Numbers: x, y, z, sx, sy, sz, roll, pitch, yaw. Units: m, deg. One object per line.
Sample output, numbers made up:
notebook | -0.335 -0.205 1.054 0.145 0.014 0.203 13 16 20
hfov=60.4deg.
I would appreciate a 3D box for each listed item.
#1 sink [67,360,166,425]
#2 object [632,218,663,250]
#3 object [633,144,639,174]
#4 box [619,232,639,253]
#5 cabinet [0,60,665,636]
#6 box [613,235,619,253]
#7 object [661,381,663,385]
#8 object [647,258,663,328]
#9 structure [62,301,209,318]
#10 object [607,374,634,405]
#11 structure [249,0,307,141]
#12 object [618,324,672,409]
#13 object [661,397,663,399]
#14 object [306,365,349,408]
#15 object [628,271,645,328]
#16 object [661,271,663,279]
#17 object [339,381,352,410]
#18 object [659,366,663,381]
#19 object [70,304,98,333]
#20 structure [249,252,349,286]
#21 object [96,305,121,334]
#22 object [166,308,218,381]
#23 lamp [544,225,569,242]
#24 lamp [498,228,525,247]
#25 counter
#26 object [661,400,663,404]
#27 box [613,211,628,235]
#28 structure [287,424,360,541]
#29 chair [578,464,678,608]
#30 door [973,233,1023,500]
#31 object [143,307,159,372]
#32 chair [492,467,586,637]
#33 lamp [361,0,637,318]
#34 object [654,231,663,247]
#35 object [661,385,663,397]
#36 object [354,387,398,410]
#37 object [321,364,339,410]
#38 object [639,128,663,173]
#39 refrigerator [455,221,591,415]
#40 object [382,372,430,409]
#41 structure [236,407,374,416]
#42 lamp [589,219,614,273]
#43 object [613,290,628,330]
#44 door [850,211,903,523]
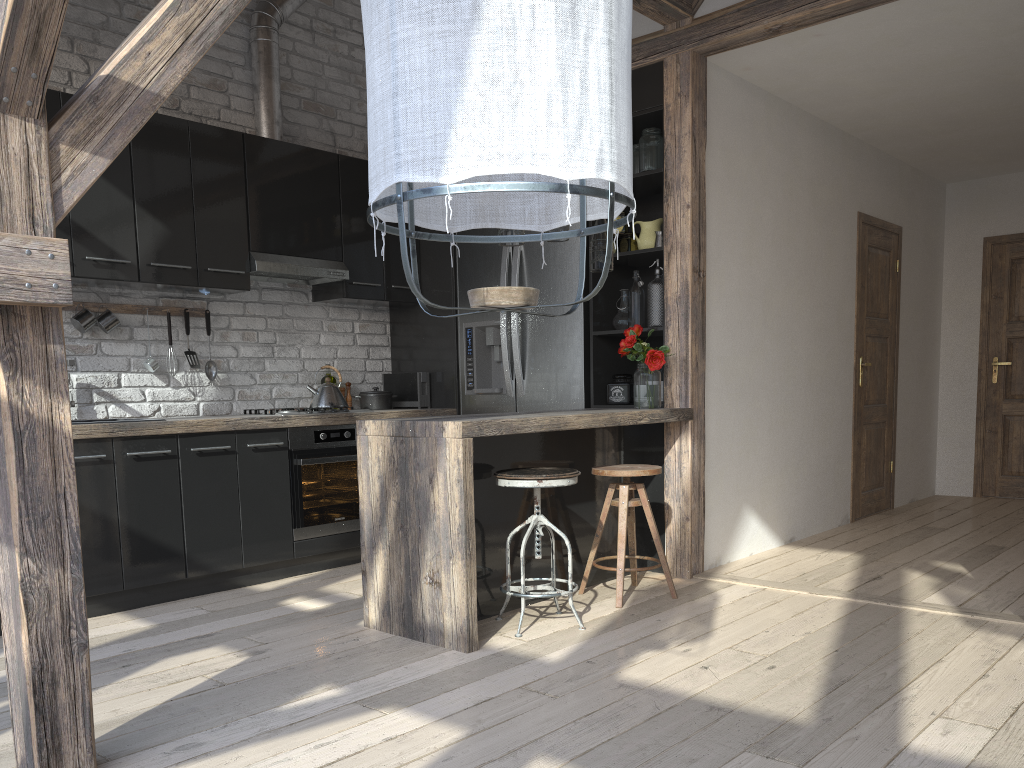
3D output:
sink | -1.960 0.146 4.030 0.513 0.521 0.523 2 4 42
object | 0.707 -0.758 4.523 0.149 0.172 0.134 1 5 28
object | 0.660 -1.132 4.515 0.126 0.174 0.125 -2 4 -9
box | 0.612 -0.727 4.598 0.082 0.115 0.082 -5 6 -38
cabinet | -1.140 -0.245 3.788 2.086 2.534 4.190 2 4 42
box | 0.550 -0.725 4.659 0.082 0.115 0.082 3 6 42
object | 0.775 0.028 4.592 0.162 0.086 0.161 -2 2 -35
object | 0.740 -0.459 4.452 0.108 0.354 0.107 -3 6 -18
structure | -1.940 -0.378 4.378 0.081 0.046 0.927 0 1 42
object | 0.592 0.028 4.700 0.134 0.167 0.133 1 5 32
structure | -1.080 -1.940 5.109 0.169 1.299 0.976 5 7 42
object | 0.656 -0.087 4.312 0.251 0.420 0.309 -3 4 -15
object | 0.777 0.079 4.598 0.214 0.025 0.213 -1 0 5
object | -1.037 0.014 4.964 0.221 0.238 0.220 1 4 32
object | 0.644 -0.433 4.563 0.085 0.305 0.085 3 8 33
object | 0.778 -0.436 4.598 0.086 0.305 0.085 -1 6 -1
object | -1.025 0.072 5.425 0.079 0.185 0.039 -5 8 -35
object | 0.778 0.003 4.772 0.124 0.209 0.123 1 6 28
object | -2.058 -0.314 4.231 0.093 0.141 0.117 3 6 44
structure | -1.260 -0.638 4.893 0.368 0.104 0.596 -1 0 42
object | -1.980 -0.315 4.306 0.117 0.141 0.092 -4 5 -31
object | -1.679 -0.205 4.620 0.069 0.386 0.280 5 7 42
lamp | 0.213 -1.229 3.583 0.108 1.252 0.238 -6 8 -36
lamp | 0.026 -1.200 3.367 0.224 1.304 0.107 5 9 43
counter | -1.206 0.588 3.690 2.236 0.861 3.791 -1 0 42
object | 0.777 0.095 4.600 0.214 0.025 0.213 -1 0 0
box | 0.564 -0.838 4.614 0.083 0.115 0.082 1 5 22
structure | -1.140 0.525 4.945 0.582 0.596 0.584 2 4 42
chair | 0.525 0.676 4.014 0.340 0.602 0.338 -4 6 -28
door | 4.089 -0.124 6.745 0.937 2.095 0.081 4 8 41
object | -1.845 -0.224 4.482 0.066 0.330 0.070 5 9 42
chair | 0.105 0.664 3.565 0.353 0.644 0.350 -3 5 -14
lamp | -0.033 -1.058 1.227 0.400 1.918 0.402 -2 7 -7
object | 0.755 -0.723 4.407 0.093 0.097 0.074 2 5 42
object | 0.776 0.047 4.594 0.162 0.086 0.161 -2 2 -35
object | -0.845 0.090 5.463 0.208 0.142 0.246 0 2 41
object | -1.092 0.023 5.317 0.081 0.286 0.088 3 8 37
object | 0.692 -1.150 4.365 0.124 0.209 0.124 -6 7 -43
refrigerator | 0.268 0.004 5.268 0.939 1.944 0.845 4 7 42
object | -0.673 0.043 5.577 0.351 0.229 0.087 0 5 42
structure | -1.163 0.150 4.914 0.495 0.032 0.602 -2 0 42
lamp | 0.428 -1.180 3.815 0.224 1.357 0.108 5 9 43
object | 0.605 -0.391 4.712 0.131 0.222 0.131 -5 6 -36
door | 2.565 -0.094 6.188 0.081 2.095 0.835 5 8 42
